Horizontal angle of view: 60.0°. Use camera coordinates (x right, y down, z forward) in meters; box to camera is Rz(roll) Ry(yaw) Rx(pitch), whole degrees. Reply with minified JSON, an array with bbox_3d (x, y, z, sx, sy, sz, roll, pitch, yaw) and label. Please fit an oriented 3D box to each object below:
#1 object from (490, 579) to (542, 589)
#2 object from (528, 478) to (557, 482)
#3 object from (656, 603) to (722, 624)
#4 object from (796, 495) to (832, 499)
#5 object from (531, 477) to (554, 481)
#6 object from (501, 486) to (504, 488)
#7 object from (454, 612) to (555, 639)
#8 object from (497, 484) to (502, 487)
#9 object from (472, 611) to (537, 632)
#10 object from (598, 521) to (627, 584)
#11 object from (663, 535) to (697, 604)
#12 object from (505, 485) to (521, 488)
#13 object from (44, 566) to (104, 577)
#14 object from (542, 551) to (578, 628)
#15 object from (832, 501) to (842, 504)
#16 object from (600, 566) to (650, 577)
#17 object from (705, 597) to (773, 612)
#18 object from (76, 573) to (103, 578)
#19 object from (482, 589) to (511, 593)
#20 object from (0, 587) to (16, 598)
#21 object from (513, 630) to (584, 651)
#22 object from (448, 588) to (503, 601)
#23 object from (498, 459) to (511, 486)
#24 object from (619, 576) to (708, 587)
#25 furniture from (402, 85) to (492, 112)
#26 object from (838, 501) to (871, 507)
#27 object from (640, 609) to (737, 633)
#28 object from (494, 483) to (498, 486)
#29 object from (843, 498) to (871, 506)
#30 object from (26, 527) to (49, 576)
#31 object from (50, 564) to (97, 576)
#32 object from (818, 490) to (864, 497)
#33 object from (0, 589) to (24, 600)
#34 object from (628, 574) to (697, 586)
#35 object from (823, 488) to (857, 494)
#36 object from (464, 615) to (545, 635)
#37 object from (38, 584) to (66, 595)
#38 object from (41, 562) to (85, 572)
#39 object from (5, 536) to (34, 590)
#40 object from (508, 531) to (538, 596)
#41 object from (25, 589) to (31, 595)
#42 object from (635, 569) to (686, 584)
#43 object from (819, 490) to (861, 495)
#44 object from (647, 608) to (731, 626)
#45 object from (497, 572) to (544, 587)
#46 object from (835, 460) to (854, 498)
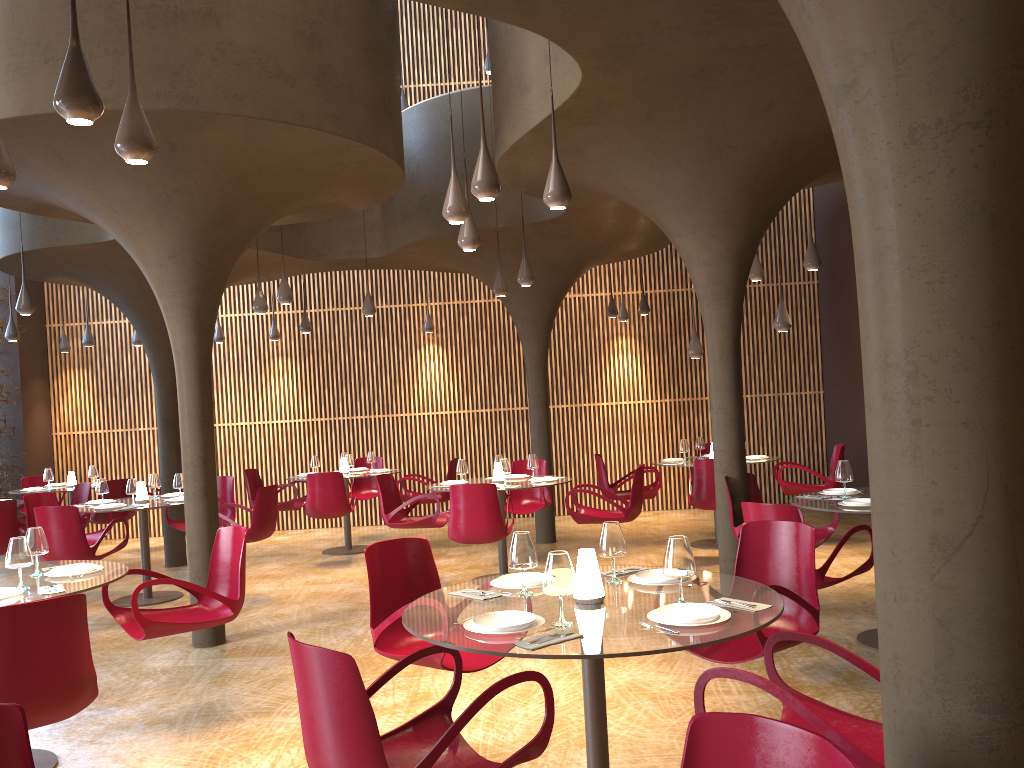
[{"bbox_3d":[0.056,0.989,4.420,0.332,0.014,0.332,-3,-1,8],"label":"object"},{"bbox_3d":[0.352,1.090,10.047,0.332,0.014,0.331,-4,-1,34],"label":"object"},{"bbox_3d":[0.711,0.926,3.569,0.263,0.029,0.263,-4,-1,22],"label":"object"},{"bbox_3d":[2.458,0.923,7.219,0.126,0.017,0.262,-2,-1,-32],"label":"object"},{"bbox_3d":[0.351,1.080,10.047,0.263,0.029,0.263,-3,-1,9],"label":"object"},{"bbox_3d":[-0.279,1.117,9.633,0.411,0.012,0.204,-3,-1,12],"label":"object"},{"bbox_3d":[-0.034,0.978,3.607,0.204,0.012,0.411,-2,-2,-42],"label":"object"},{"bbox_3d":[-0.275,1.115,9.632,0.332,0.014,0.332,-3,-1,-10],"label":"object"},{"bbox_3d":[-0.031,0.967,3.604,0.263,0.029,0.263,-4,-1,37],"label":"object"},{"bbox_3d":[0.494,0.827,4.356,0.142,0.295,0.142,-3,0,33],"label":"object"},{"bbox_3d":[0.718,0.803,3.801,0.142,0.295,0.142,-3,0,28],"label":"object"},{"bbox_3d":[0.010,1.105,9.531,0.126,0.017,0.262,-3,-1,16],"label":"object"},{"bbox_3d":[-2.712,1.163,5.492,0.332,0.014,0.331,-4,-1,24],"label":"object"},{"bbox_3d":[0.194,0.827,3.583,0.142,0.295,0.142,-3,0,-5],"label":"object"},{"bbox_3d":[2.607,0.896,6.623,0.204,0.012,0.411,-2,-1,-31],"label":"object"},{"bbox_3d":[0.580,0.971,4.582,0.262,0.017,0.126,-2,-1,-34],"label":"object"},{"bbox_3d":[0.958,0.933,3.745,0.126,0.017,0.262,-2,-2,-39],"label":"object"},{"bbox_3d":[-2.708,1.164,5.489,0.204,0.012,0.411,-2,-2,-45],"label":"object"},{"bbox_3d":[0.059,0.990,4.424,0.204,0.012,0.410,-4,-2,43],"label":"object"},{"bbox_3d":[-2.845,1.147,4.821,0.263,0.029,0.263,-2,-1,-34],"label":"object"},{"bbox_3d":[0.139,0.970,3.353,0.262,0.017,0.126,-2,-1,-37],"label":"object"},{"bbox_3d":[-0.175,1.005,4.227,0.126,0.017,0.262,-2,-2,-43],"label":"object"},{"bbox_3d":[-0.084,0.970,9.753,0.142,0.295,0.142,-3,0,-7],"label":"object"},{"bbox_3d":[0.735,0.951,4.317,0.204,0.012,0.411,-2,-1,-38],"label":"object"},{"bbox_3d":[-0.819,-3.083,11.605,2.533,1.047,0.899,-4,-1,43],"label":"furniture"},{"bbox_3d":[2.610,0.895,6.619,0.331,0.014,0.332,-3,-1,-13],"label":"object"},{"bbox_3d":[0.709,0.937,3.566,0.410,0.012,0.204,-2,-2,-43],"label":"object"},{"bbox_3d":[-0.275,1.106,9.632,0.263,0.029,0.263,-4,-1,19],"label":"object"},{"bbox_3d":[2.609,0.885,6.619,0.263,0.029,0.263,-2,-2,-42],"label":"object"},{"bbox_3d":[-2.952,1.039,5.500,0.142,0.295,0.142,-3,0,15],"label":"object"},{"bbox_3d":[-2.713,1.153,5.492,0.263,0.029,0.263,-2,-2,-43],"label":"object"},{"bbox_3d":[2.727,0.905,7.365,0.410,0.012,0.204,-2,-1,-36],"label":"object"},{"bbox_3d":[-2.844,1.156,4.822,0.332,0.014,0.331,-4,-1,21],"label":"object"},{"bbox_3d":[0.731,0.950,4.321,0.332,0.014,0.332,-3,-1,5],"label":"object"},{"bbox_3d":[2.723,0.894,7.362,0.263,0.029,0.263,-4,-1,30],"label":"object"},{"bbox_3d":[-0.030,0.977,3.604,0.332,0.014,0.332,-3,-1,-2],"label":"object"},{"bbox_3d":[-2.576,1.152,4.960,0.126,0.017,0.262,-2,-1,-31],"label":"object"},{"bbox_3d":[-2.893,1.185,5.734,0.261,0.017,0.126,-2,-2,-40],"label":"object"},{"bbox_3d":[-2.805,1.022,5.049,0.142,0.295,0.142,-3,0,-43],"label":"object"},{"bbox_3d":[0.052,0.847,4.186,0.142,0.295,0.142,-3,0,-33],"label":"object"},{"bbox_3d":[-2.848,1.158,4.818,0.410,0.012,0.204,-2,-1,-35],"label":"object"},{"bbox_3d":[0.731,0.940,4.321,0.263,0.029,0.263,-3,-1,-1],"label":"object"},{"bbox_3d":[2.724,0.904,7.362,0.331,0.014,0.332,-3,-1,-15],"label":"object"},{"bbox_3d":[0.712,0.935,3.569,0.332,0.014,0.331,-4,-1,25],"label":"object"},{"bbox_3d":[0.056,0.979,4.420,0.263,0.029,0.263,-4,-1,37],"label":"object"},{"bbox_3d":[2.673,0.765,7.132,0.142,0.295,0.142,-3,0,35],"label":"object"}]
